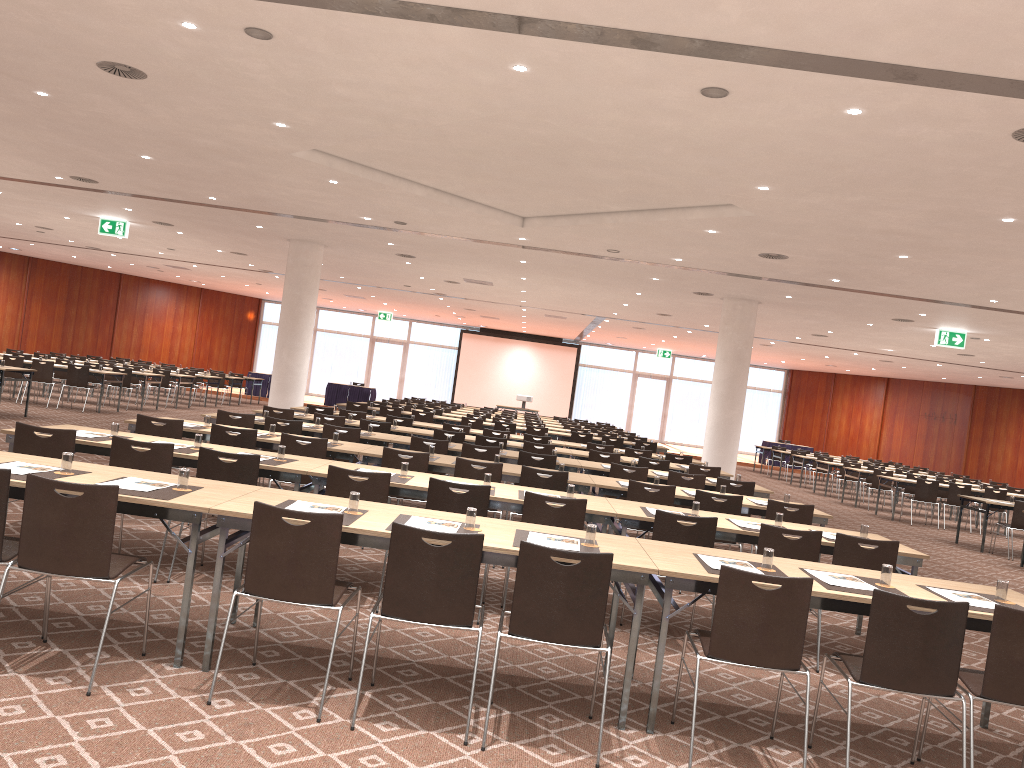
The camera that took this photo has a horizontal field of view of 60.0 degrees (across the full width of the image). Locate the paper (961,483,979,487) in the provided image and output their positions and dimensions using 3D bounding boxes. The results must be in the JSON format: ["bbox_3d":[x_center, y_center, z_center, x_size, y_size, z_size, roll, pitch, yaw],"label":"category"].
[{"bbox_3d":[10.483,2.300,20.097,0.460,0.003,0.565,8,0,2],"label":"paper"}]

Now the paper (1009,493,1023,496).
[{"bbox_3d":[10.390,2.276,18.193,0.283,0.006,0.398,8,0,0],"label":"paper"}]

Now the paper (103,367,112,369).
[{"bbox_3d":[-9.379,-0.372,20.443,0.283,0.006,0.398,8,0,3],"label":"paper"}]

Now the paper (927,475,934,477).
[{"bbox_3d":[10.447,2.300,22.174,0.283,0.006,0.398,8,0,2],"label":"paper"}]

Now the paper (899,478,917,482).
[{"bbox_3d":[8.142,1.974,18.198,0.283,0.006,0.398,8,0,2],"label":"paper"}]

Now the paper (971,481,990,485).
[{"bbox_3d":[11.767,2.481,22.088,0.460,0.003,0.565,8,0,1],"label":"paper"}]

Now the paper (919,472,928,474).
[{"bbox_3d":[11.189,2.412,24.097,0.460,0.003,0.565,8,0,0],"label":"paper"}]

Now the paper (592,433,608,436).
[{"bbox_3d":[2.086,1.172,20.224,0.460,0.003,0.565,8,0,1],"label":"paper"}]

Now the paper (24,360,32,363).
[{"bbox_3d":[-10.015,-0.462,18.397,0.460,0.003,0.565,8,0,-2],"label":"paper"}]

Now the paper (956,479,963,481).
[{"bbox_3d":[11.096,2.388,22.186,0.283,0.006,0.398,8,0,-1],"label":"paper"}]

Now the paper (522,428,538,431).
[{"bbox_3d":[0.442,0.943,18.235,0.460,0.003,0.565,8,0,2],"label":"paper"}]

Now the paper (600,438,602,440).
[{"bbox_3d":[2.039,1.157,18.221,0.460,0.003,0.565,8,0,2],"label":"paper"}]

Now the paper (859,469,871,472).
[{"bbox_3d":[8.202,1.994,20.131,0.460,0.003,0.565,8,0,-2],"label":"paper"}]

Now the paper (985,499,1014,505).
[{"bbox_3d":[8.139,1.962,14.646,0.460,0.003,0.565,8,0,3],"label":"paper"}]

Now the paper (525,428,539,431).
[{"bbox_3d":[0.419,0.936,18.309,0.283,0.006,0.398,8,0,0],"label":"paper"}]

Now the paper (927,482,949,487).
[{"bbox_3d":[8.853,2.073,18.136,0.460,0.003,0.565,8,0,-2],"label":"paper"}]

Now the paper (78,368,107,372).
[{"bbox_3d":[-8.732,-0.290,18.385,0.460,0.003,0.565,8,0,2],"label":"paper"}]

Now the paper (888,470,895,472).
[{"bbox_3d":[9.477,2.170,22.211,0.283,0.006,0.398,8,0,-1],"label":"paper"}]

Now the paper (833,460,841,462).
[{"bbox_3d":[8.886,2.099,24.203,0.283,0.006,0.398,8,0,4],"label":"paper"}]

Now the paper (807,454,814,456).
[{"bbox_3d":[8.892,2.108,26.191,0.283,0.006,0.398,8,0,-1],"label":"paper"}]

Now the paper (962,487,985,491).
[{"bbox_3d":[9.504,2.160,18.140,0.460,0.003,0.565,8,0,2],"label":"paper"}]

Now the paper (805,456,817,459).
[{"bbox_3d":[8.258,2.018,24.124,0.460,0.003,0.565,8,0,-1],"label":"paper"}]

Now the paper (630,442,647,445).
[{"bbox_3d":[2.703,1.247,18.220,0.460,0.003,0.565,8,0,-2],"label":"paper"}]

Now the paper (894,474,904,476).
[{"bbox_3d":[8.823,2.074,20.202,0.283,0.006,0.398,8,0,-2],"label":"paper"}]

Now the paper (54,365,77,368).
[{"bbox_3d":[-9.375,-0.376,18.405,0.460,0.003,0.565,8,0,-2],"label":"paper"}]

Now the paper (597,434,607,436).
[{"bbox_3d":[2.043,1.163,20.284,0.283,0.006,0.398,8,0,1],"label":"paper"}]

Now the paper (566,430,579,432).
[{"bbox_3d":[1.450,1.087,20.222,0.460,0.003,0.565,8,0,1],"label":"paper"}]

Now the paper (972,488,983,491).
[{"bbox_3d":[9.410,2.144,18.165,0.283,0.006,0.398,8,0,1],"label":"paper"}]

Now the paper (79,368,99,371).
[{"bbox_3d":[-8.794,-0.302,18.442,0.283,0.006,0.398,8,0,-2],"label":"paper"}]

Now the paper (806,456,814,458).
[{"bbox_3d":[8.220,2.010,24.215,0.283,0.006,0.398,8,0,0],"label":"paper"}]

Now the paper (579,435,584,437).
[{"bbox_3d":[1.362,1.063,18.310,0.283,0.006,0.398,8,0,3],"label":"paper"}]

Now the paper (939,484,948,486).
[{"bbox_3d":[8.812,2.064,18.210,0.283,0.006,0.398,8,0,4],"label":"paper"}]

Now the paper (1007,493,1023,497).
[{"bbox_3d":[10.444,2.287,18.107,0.460,0.003,0.565,8,0,-2],"label":"paper"}]

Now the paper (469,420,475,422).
[{"bbox_3d":[-0.873,0.763,18.356,0.283,0.006,0.398,8,0,1],"label":"paper"}]

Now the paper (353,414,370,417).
[{"bbox_3d":[-2.529,0.525,14.844,0.283,0.006,0.398,8,0,1],"label":"paper"}]

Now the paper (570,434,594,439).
[{"bbox_3d":[1.437,1.077,18.249,0.460,0.003,0.565,8,0,1],"label":"paper"}]

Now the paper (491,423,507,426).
[{"bbox_3d":[-0.202,0.856,18.274,0.460,0.003,0.565,8,0,0],"label":"paper"}]

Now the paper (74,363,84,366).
[{"bbox_3d":[-9.976,-0.449,20.386,0.460,0.003,0.565,8,0,2],"label":"paper"}]

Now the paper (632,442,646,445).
[{"bbox_3d":[2.636,1.234,18.270,0.283,0.006,0.398,8,0,0],"label":"paper"}]

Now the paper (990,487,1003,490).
[{"bbox_3d":[11.125,2.387,20.091,0.460,0.003,0.565,8,0,2],"label":"paper"}]

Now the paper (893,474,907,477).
[{"bbox_3d":[8.856,2.082,20.130,0.460,0.003,0.565,8,0,-1],"label":"paper"}]

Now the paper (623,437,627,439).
[{"bbox_3d":[2.697,1.251,20.285,0.283,0.006,0.398,8,0,0],"label":"paper"}]

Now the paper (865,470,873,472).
[{"bbox_3d":[8.193,1.989,20.230,0.283,0.006,0.398,8,0,2],"label":"paper"}]

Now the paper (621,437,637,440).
[{"bbox_3d":[2.737,1.260,20.201,0.460,0.003,0.565,8,0,3],"label":"paper"}]

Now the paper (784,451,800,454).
[{"bbox_3d":[8.324,2.036,26.152,0.460,0.003,0.565,8,0,-1],"label":"paper"}]

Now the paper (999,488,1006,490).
[{"bbox_3d":[11.080,2.377,20.154,0.283,0.006,0.398,8,0,3],"label":"paper"}]

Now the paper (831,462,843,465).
[{"bbox_3d":[8.186,1.997,22.210,0.283,0.006,0.398,8,0,0],"label":"paper"}]

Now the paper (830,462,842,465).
[{"bbox_3d":[8.261,2.010,22.138,0.460,0.003,0.565,8,0,2],"label":"paper"}]

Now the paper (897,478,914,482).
[{"bbox_3d":[8.201,1.985,18.148,0.460,0.003,0.565,8,0,2],"label":"paper"}]

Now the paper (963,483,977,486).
[{"bbox_3d":[10.452,2.293,20.184,0.283,0.006,0.398,8,0,1],"label":"paper"}]

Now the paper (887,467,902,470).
[{"bbox_3d":[10.527,2.323,24.130,0.460,0.003,0.565,8,0,4],"label":"paper"}]

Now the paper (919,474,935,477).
[{"bbox_3d":[10.513,2.313,22.100,0.460,0.003,0.565,8,0,-2],"label":"paper"}]

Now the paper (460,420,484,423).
[{"bbox_3d":[-0.812,0.774,18.260,0.460,0.003,0.565,8,0,1],"label":"paper"}]

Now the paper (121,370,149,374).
[{"bbox_3d":[-8.689,-0.276,20.376,0.460,0.003,0.565,8,0,4],"label":"paper"}]

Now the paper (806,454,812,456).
[{"bbox_3d":[8.979,2.124,26.133,0.460,0.003,0.565,8,0,1],"label":"paper"}]

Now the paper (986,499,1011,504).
[{"bbox_3d":[8.069,1.949,14.688,0.283,0.006,0.398,8,0,0],"label":"paper"}]

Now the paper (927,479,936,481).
[{"bbox_3d":[9.521,2.171,20.140,0.460,0.003,0.565,8,0,2],"label":"paper"}]

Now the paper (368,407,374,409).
[{"bbox_3d":[-3.064,0.472,18.286,0.460,0.003,0.565,8,0,0],"label":"paper"}]
